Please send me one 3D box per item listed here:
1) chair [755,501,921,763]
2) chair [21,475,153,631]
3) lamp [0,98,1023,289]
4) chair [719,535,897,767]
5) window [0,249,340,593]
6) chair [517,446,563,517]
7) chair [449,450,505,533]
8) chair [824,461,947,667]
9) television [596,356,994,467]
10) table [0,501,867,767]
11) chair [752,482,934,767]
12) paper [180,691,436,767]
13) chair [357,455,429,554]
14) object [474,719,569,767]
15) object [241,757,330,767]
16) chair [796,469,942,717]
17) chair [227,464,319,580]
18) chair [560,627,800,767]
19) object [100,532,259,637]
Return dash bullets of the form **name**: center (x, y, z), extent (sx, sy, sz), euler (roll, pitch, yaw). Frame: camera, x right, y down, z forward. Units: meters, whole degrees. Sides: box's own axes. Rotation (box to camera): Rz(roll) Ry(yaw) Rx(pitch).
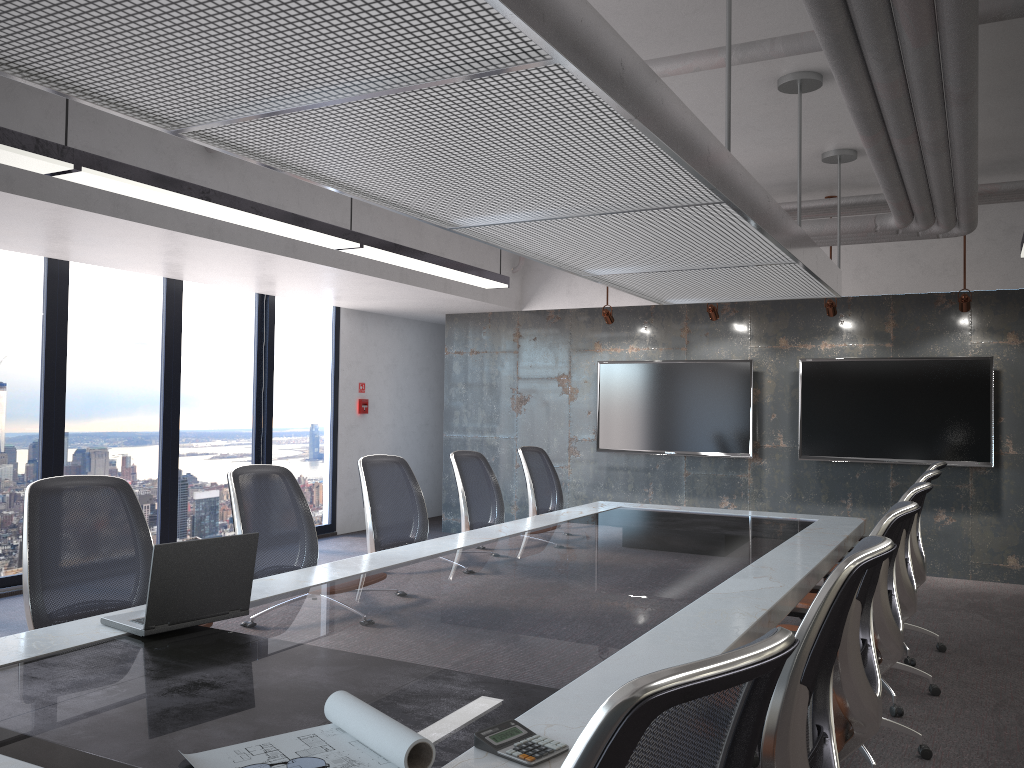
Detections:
- **chair**: center (0.914, 0.958, 2.944), extent (0.828, 1.166, 0.789), euler (1, -2, -8)
- **chair**: center (-1.387, 0.932, 3.182), extent (0.828, 1.166, 0.789), euler (1, -2, 2)
- **lamp**: center (0.238, -1.349, 3.873), extent (4.126, 0.908, 6.097), euler (0, -2, 28)
- **chair**: center (0.474, 0.928, 2.105), extent (0.828, 1.166, 0.789), euler (1, -2, -8)
- **window**: center (-4.147, 0.199, 5.959), extent (0.121, 2.670, 9.225), euler (0, -2, 28)
- **chair**: center (0.434, 1.050, 6.508), extent (0.828, 1.166, 0.789), euler (1, -2, -8)
- **chair**: center (-0.006, 1.020, 5.669), extent (0.828, 1.166, 0.789), euler (1, -2, -8)
- **chair**: center (2.235, 1.046, 5.460), extent (0.828, 1.166, 0.789), euler (1, -2, -8)
- **television**: center (2.535, 0.238, 8.506), extent (3.667, 0.960, 0.101), euler (0, -2, 28)
- **table**: center (0.235, 1.179, 3.884), extent (1.898, 0.745, 5.498), euler (0, -2, 28)
- **chair**: center (1.354, 0.987, 3.783), extent (0.828, 1.166, 0.789), euler (1, -2, -8)
- **paper**: center (-0.402, 0.705, 1.724), extent (0.379, 0.069, 0.348), euler (2, -2, -37)
- **chair**: center (-0.477, 0.994, 4.962), extent (0.828, 1.166, 0.789), euler (1, -2, -2)
- **object**: center (0.019, 0.732, 1.814), extent (0.161, 0.026, 0.126), euler (-1, -2, 42)
- **object**: center (-0.431, 0.717, 1.640), extent (0.200, 0.036, 0.049), euler (2, -2, -25)
- **chair**: center (1.794, 1.016, 4.621), extent (0.828, 1.166, 0.789), euler (1, -2, -8)
- **chair**: center (-0.886, 0.961, 3.991), extent (0.828, 1.166, 0.789), euler (1, -2, -8)
- **chair**: center (-0.010, 0.899, 1.292), extent (0.828, 1.166, 0.789), euler (1, -2, 7)
- **object**: center (-1.060, 0.618, 2.839), extent (0.308, 0.277, 0.366), euler (0, -2, 38)
